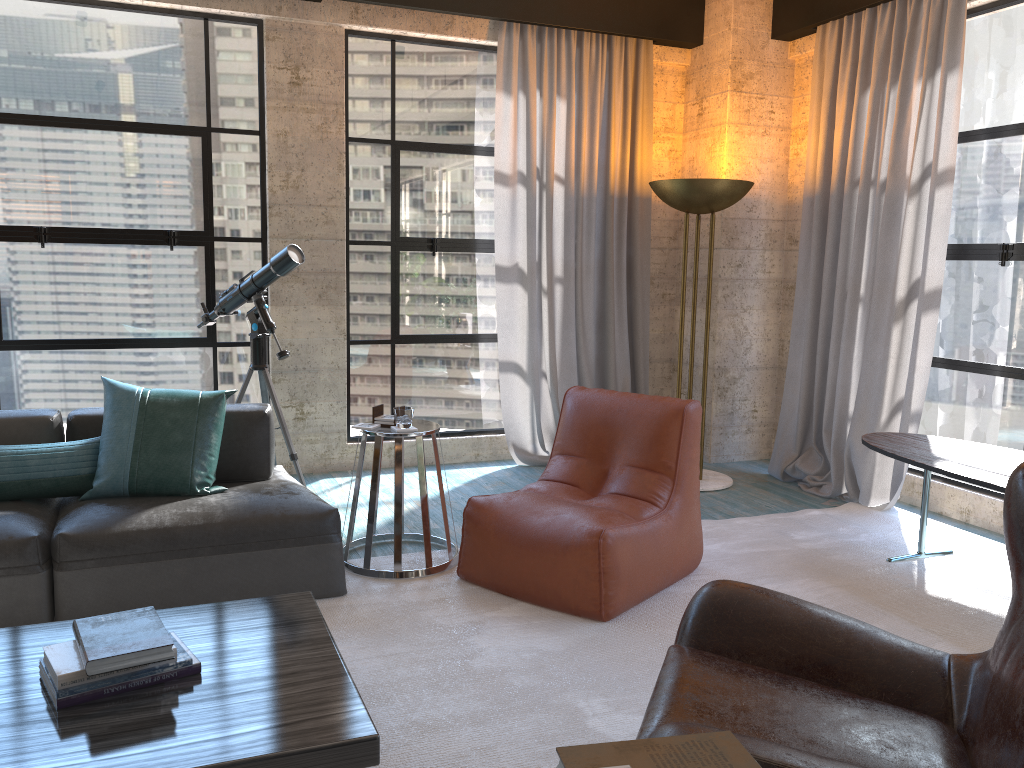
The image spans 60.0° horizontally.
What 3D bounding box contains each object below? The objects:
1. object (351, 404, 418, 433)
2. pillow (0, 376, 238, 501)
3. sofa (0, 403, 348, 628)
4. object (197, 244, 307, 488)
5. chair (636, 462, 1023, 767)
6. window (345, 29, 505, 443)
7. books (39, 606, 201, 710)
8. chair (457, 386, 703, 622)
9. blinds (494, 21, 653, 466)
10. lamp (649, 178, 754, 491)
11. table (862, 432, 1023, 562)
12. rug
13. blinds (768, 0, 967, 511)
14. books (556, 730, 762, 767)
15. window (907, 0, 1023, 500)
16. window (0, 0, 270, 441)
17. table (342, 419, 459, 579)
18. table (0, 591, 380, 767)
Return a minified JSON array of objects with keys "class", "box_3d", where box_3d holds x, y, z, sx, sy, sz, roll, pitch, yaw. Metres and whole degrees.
[{"class":"object","box_3d":[-0.524,0.142,3.863,0.287,0.096,0.206,4,8,18]},{"class":"pillow","box_3d":[-1.652,0.216,3.557,1.042,0.466,0.349,-1,8,-12]},{"class":"sofa","box_3d":[-1.786,0.470,3.560,2.063,0.680,1.019,-2,8,-22]},{"class":"object","box_3d":[-1.427,-0.049,4.786,0.595,1.406,0.617,-2,8,-21]},{"class":"chair","box_3d":[0.756,0.639,1.769,0.975,0.940,0.820,4,8,18]},{"class":"window","box_3d":[-0.218,-0.909,5.838,1.780,2.530,0.081,-2,8,-22]},{"class":"books","box_3d":[-0.942,0.654,2.143,0.322,0.116,0.279,-5,10,-37]},{"class":"chair","box_3d":[0.323,0.448,3.805,0.801,0.759,0.920,7,10,38]},{"class":"blinds","box_3d":[0.454,-0.944,5.758,1.131,2.985,0.384,-2,8,-22]},{"class":"lamp","box_3d":[1.113,-0.299,5.430,0.619,1.822,0.619,-2,8,-22]},{"class":"table","box_3d":[2.161,0.635,3.482,0.715,0.530,2.004,-2,9,-24]},{"class":"rug","box_3d":[-0.928,1.001,2.299,7.768,0.032,2.954,-2,8,-22]},{"class":"blinds","box_3d":[1.920,-0.814,5.083,0.404,2.986,1.187,-2,8,-21]},{"class":"books","box_3d":[0.216,0.575,1.183,0.320,0.075,0.278,-1,8,-17]},{"class":"window","box_3d":[2.396,-0.723,4.865,0.081,2.530,1.780,-2,8,-22]},{"class":"window","box_3d":[-2.300,-0.834,5.003,1.780,2.530,0.081,-2,8,-22]},{"class":"table","box_3d":[-0.502,0.483,3.949,0.549,0.603,0.549,-6,11,-42]},{"class":"table","box_3d":[-1.150,0.876,2.067,1.500,0.309,0.900,-2,8,-22]}]
